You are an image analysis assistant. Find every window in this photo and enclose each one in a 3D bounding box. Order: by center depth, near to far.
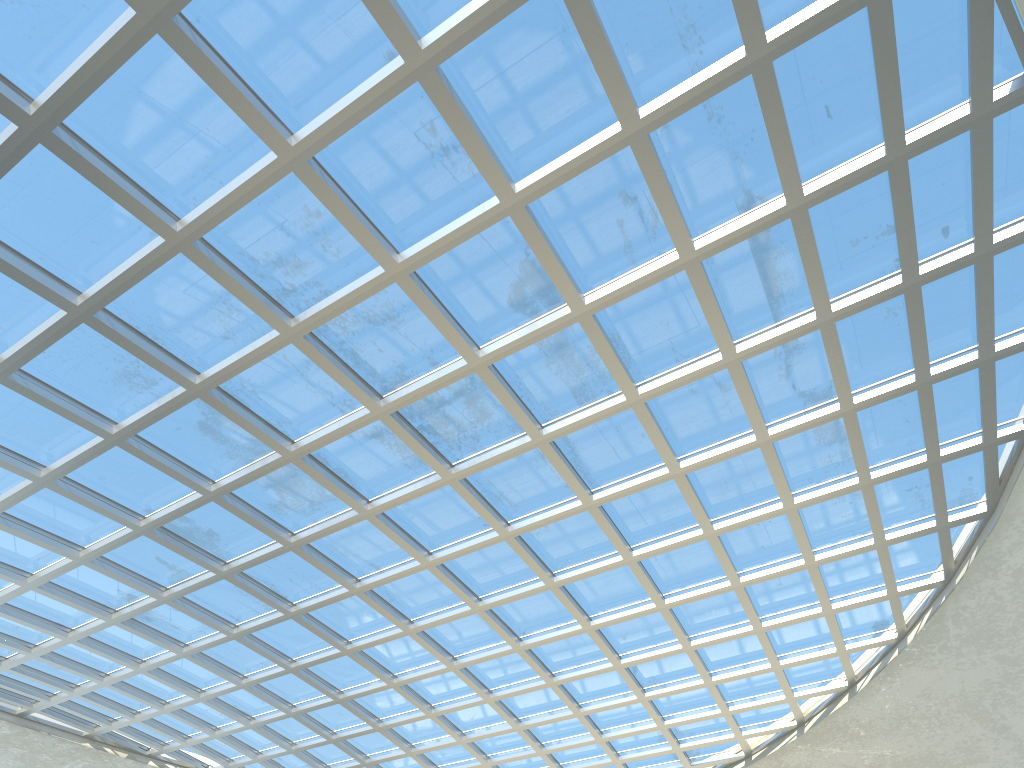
[{"bbox_3d":[-11.767,14.580,48.069,81.621,9.296,91.763,-20,-47,22],"label":"window"}]
